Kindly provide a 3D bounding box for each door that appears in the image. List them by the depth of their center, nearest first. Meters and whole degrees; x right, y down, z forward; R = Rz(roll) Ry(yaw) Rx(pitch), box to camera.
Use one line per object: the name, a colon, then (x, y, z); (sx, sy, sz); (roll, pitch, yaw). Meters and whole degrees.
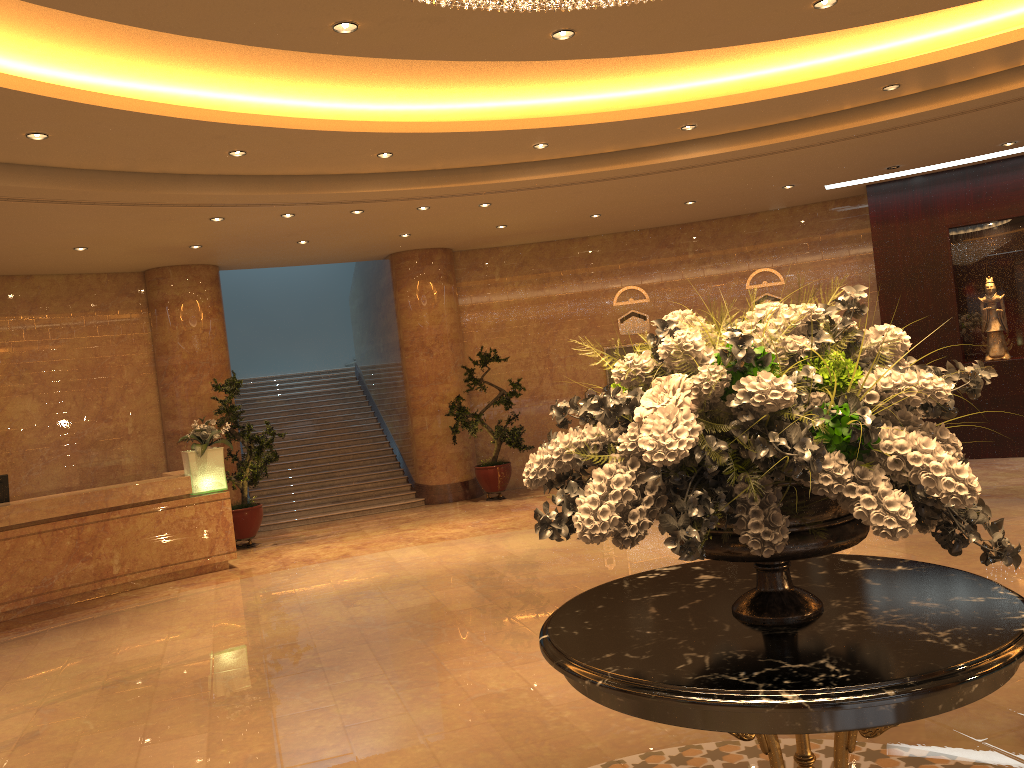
door: (2.152, 0.406, 14.540); (1.070, 2.145, 0.150); (-6, 1, 7)

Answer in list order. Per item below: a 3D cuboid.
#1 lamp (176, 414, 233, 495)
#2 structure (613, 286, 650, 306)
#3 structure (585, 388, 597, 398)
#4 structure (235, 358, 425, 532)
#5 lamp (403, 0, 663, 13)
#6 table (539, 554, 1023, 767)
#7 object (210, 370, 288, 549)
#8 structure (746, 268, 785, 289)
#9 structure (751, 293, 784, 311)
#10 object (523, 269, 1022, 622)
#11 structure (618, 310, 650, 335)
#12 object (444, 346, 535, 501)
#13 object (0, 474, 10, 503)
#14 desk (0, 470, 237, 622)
lamp: (-3.610, 0.818, 10.532); (0.606, 0.897, 0.532); (-7, 1, -39)
structure: (1.936, -1.454, 14.470); (0.600, 0.293, 0.010); (-6, 1, 7)
structure: (1.322, 0.395, 14.548); (0.200, 0.661, 0.053); (-6, 1, 4)
structure: (-3.964, -0.644, 16.663); (9.849, 5.560, 7.472); (-7, 1, -18)
lamp: (0.491, -2.018, 2.838); (3.204, 1.196, 3.206); (-6, 1, 19)
table: (0.885, 1.248, 2.832); (1.493, 1.089, 1.493); (-7, 1, -25)
object: (-3.624, 0.996, 11.979); (0.843, 2.363, 1.250); (-7, 1, -37)
structure: (3.988, -1.683, 14.015); (0.600, 0.293, 0.010); (-6, 1, 18)
structure: (4.040, -1.239, 14.023); (0.504, 0.405, 0.012); (-6, 1, 18)
object: (0.744, 0.215, 2.789); (1.318, 0.999, 1.277); (-6, 1, 13)
structure: (1.987, -1.010, 14.478); (0.504, 0.405, 0.012); (-6, 1, 7)
object: (-0.346, 0.598, 13.505); (1.250, 2.363, 0.843); (-6, 1, 4)
object: (-5.633, 1.247, 9.370); (0.531, 0.500, 0.430); (-7, 1, -10)
desk: (-6.522, 2.030, 5.495); (3.466, 1.155, 12.951); (-6, 1, 17)
